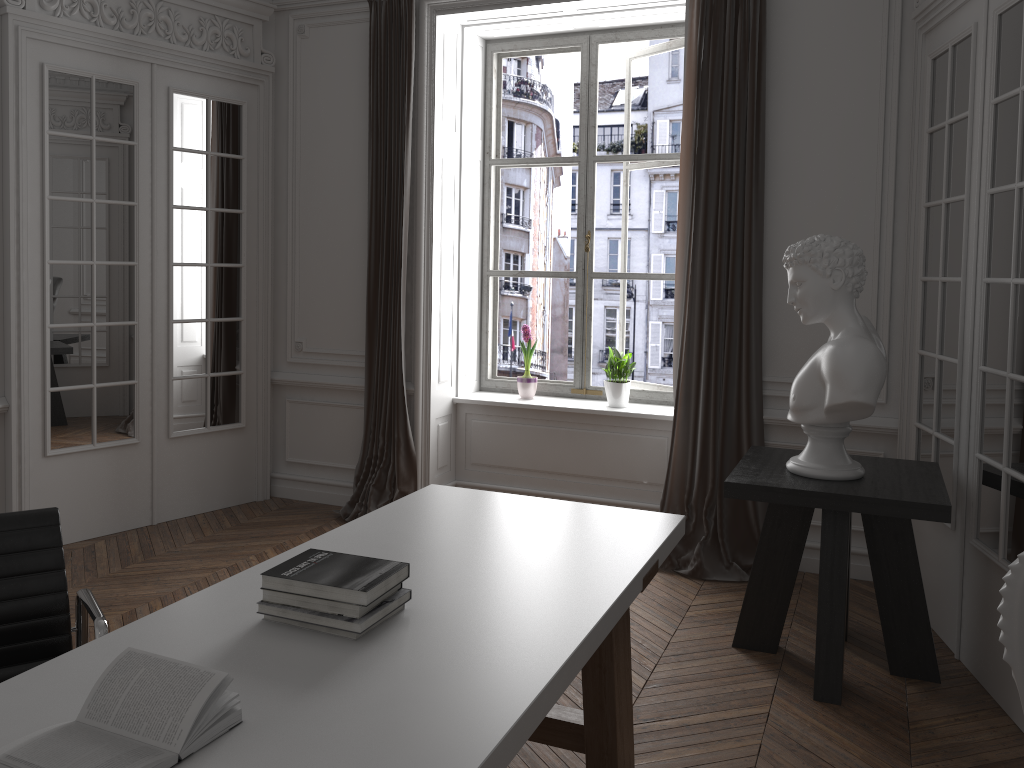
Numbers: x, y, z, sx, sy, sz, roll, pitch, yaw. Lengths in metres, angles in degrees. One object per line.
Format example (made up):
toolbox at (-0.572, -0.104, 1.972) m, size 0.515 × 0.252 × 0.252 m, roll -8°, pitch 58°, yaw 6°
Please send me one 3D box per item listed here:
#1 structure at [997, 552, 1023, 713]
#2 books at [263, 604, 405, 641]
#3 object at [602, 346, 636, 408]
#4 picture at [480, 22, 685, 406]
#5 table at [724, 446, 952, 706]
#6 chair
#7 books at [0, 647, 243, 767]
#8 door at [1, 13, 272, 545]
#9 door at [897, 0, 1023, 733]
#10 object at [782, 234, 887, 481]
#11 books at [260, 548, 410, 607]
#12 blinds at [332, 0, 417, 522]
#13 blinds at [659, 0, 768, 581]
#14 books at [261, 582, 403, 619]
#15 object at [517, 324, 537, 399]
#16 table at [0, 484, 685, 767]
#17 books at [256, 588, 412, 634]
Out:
structure at (1.017, 0.807, 1.352) m, size 0.810 × 1.179 × 1.613 m, roll 3°, pitch 6°, yaw 22°
books at (-0.389, 0.494, 1.939) m, size 0.242 × 0.022 × 0.192 m, roll 4°, pitch 8°, yaw 24°
object at (0.650, -0.047, 5.363) m, size 0.215 × 0.367 × 0.286 m, roll 1°, pitch 5°, yaw 1°
picture at (-0.856, -0.966, 2.127) m, size 13.211 × 4.784 × 13.309 m, roll 3°, pitch 7°, yaw 15°
table at (1.269, 0.714, 3.463) m, size 0.768 × 0.746 × 0.771 m, roll 3°, pitch 6°, yaw 22°
chair at (-1.149, 0.799, 1.788) m, size 0.694 × 0.920 × 0.670 m, roll -3°, pitch 6°, yaw -41°
books at (-0.608, 0.523, 1.392) m, size 0.226 × 0.095 × 0.280 m, roll 4°, pitch 8°, yaw 24°
door at (-2.056, -0.539, 5.056) m, size 0.086 × 2.725 × 1.568 m, roll 3°, pitch 4°, yaw 38°
door at (1.818, -0.258, 3.448) m, size 0.086 × 2.725 × 1.572 m, roll 1°, pitch 4°, yaw 7°
object at (1.227, -0.113, 3.391) m, size 0.393 × 0.920 × 0.636 m, roll 3°, pitch 4°, yaw 23°
books at (-0.382, 0.417, 1.926) m, size 0.259 × 0.032 × 0.192 m, roll 4°, pitch 8°, yaw 20°
blinds at (-0.781, -0.738, 5.214) m, size 0.581 × 3.090 × 0.311 m, roll 3°, pitch 3°, yaw 28°
blinds at (0.990, -0.605, 4.439) m, size 0.778 × 3.090 × 0.343 m, roll 2°, pitch 3°, yaw 17°
books at (-0.390, 0.447, 1.932) m, size 0.240 × 0.028 × 0.192 m, roll 4°, pitch 8°, yaw 20°
object at (0.100, -0.144, 5.632) m, size 0.129 × 0.474 × 0.130 m, roll 0°, pitch 3°, yaw -17°
table at (-0.380, 0.903, 1.764) m, size 0.901 × 0.745 × 2.635 m, roll 3°, pitch 7°, yaw 22°
books at (-0.384, 0.473, 1.927) m, size 0.259 × 0.022 × 0.213 m, roll 4°, pitch 8°, yaw 22°
